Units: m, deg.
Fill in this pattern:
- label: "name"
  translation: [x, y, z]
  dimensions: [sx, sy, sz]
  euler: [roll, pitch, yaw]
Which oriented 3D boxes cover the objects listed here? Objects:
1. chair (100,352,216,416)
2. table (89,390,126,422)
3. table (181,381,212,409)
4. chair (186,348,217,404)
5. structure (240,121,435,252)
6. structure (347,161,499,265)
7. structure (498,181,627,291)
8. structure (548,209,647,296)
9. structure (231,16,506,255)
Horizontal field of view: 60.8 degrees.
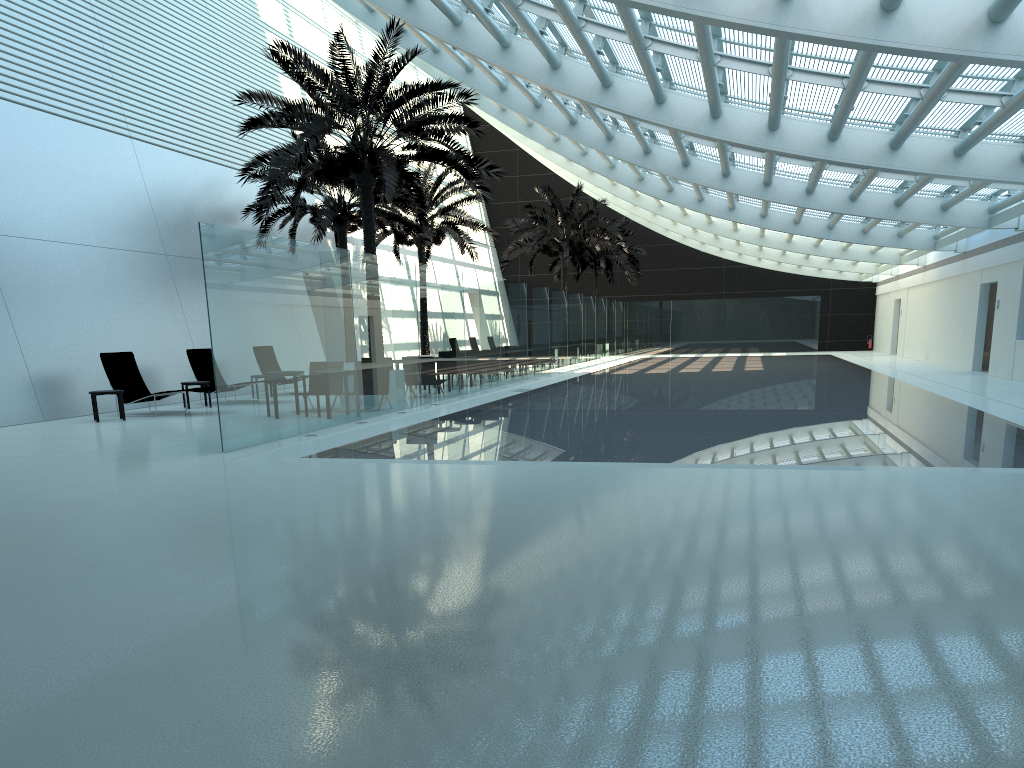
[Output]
- label: "chair"
  translation: [-6.408, -0.023, 16.186]
  dimensions: [2.035, 1.193, 0.895]
  euler: [0, 10, 15]
- label: "table"
  translation: [-7.072, 0.383, 15.264]
  dimensions: [0.548, 0.533, 0.543]
  euler: [-7, 10, -32]
- label: "table"
  translation: [-6.403, 0.220, 17.691]
  dimensions: [0.548, 0.533, 0.543]
  euler: [-7, 10, -32]
- label: "chair"
  translation: [-5.739, -0.186, 18.613]
  dimensions: [2.035, 1.193, 0.895]
  euler: [0, 10, 15]
- label: "structure"
  translation: [-4.441, -3.368, 23.018]
  dimensions: [4.639, 7.042, 4.145]
  euler: [-3, 11, -6]
- label: "structure"
  translation: [-3.080, -3.777, 28.726]
  dimensions: [4.563, 7.105, 4.216]
  euler: [-10, 14, -40]
- label: "structure"
  translation: [2.095, -4.340, 34.855]
  dimensions: [4.822, 7.234, 4.303]
  euler: [0, 11, 9]
- label: "structure"
  translation: [4.239, -4.857, 42.533]
  dimensions: [4.454, 7.233, 4.661]
  euler: [-3, 10, -6]
- label: "structure"
  translation: [-2.880, -3.126, 16.791]
  dimensions: [4.782, 7.234, 4.341]
  euler: [5, 13, 33]
